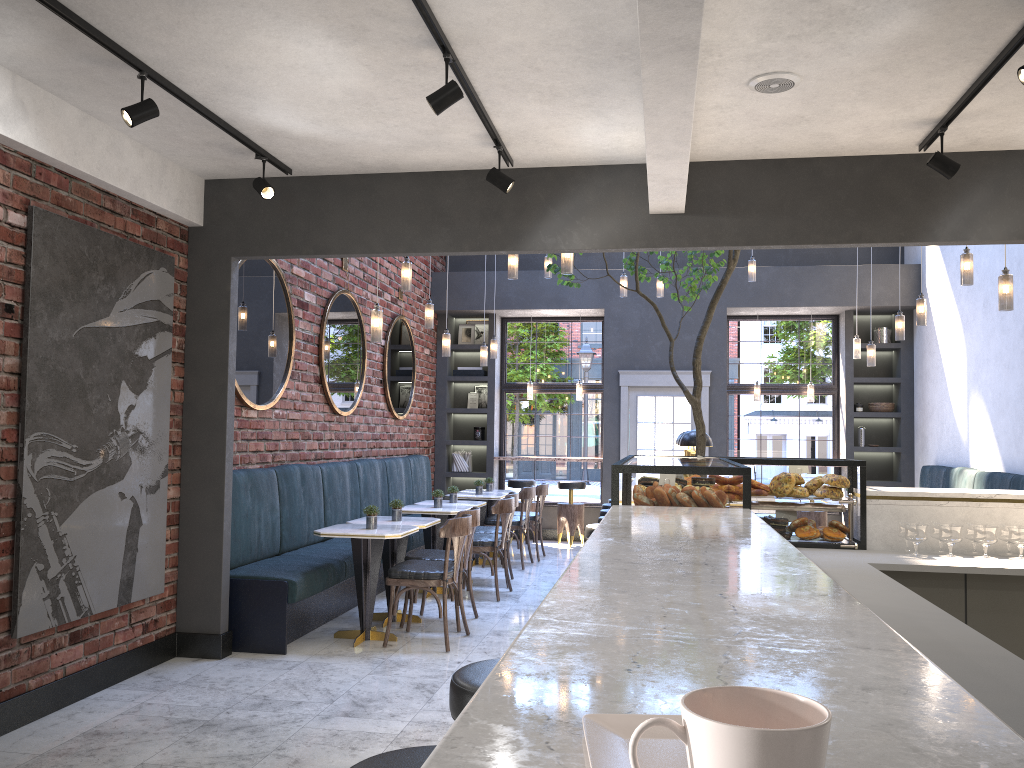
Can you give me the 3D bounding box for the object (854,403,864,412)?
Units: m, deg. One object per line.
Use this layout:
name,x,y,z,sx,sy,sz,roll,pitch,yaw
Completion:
object,4.330,0.296,11.078,0.116,0.119,0.117,2,-3,-14

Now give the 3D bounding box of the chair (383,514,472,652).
chair,-0.544,1.316,6.009,0.521,0.851,0.539,0,-3,11

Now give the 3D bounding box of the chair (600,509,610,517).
chair,0.977,1.511,8.021,0.370,0.737,0.372,3,-4,-37

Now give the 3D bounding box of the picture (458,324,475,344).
picture,-0.622,-0.668,12.123,0.230,0.313,0.061,0,-3,10

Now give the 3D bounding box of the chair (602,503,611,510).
chair,1.064,1.551,8.708,0.370,0.737,0.372,1,-3,0

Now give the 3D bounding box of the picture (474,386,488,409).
picture,-0.398,0.184,12.087,0.247,0.326,0.044,0,-3,10

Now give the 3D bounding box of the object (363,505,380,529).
object,-0.961,0.907,6.066,0.118,0.165,0.123,1,-3,-13

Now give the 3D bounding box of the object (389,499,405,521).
object,-0.863,0.941,6.639,0.118,0.165,0.123,1,-3,-13

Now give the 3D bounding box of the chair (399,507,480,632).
chair,-0.507,1.349,6.588,0.521,0.851,0.539,0,-3,11

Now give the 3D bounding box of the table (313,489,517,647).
table,1.333,1.496,7.792,4.599,0.751,4.832,0,-3,10

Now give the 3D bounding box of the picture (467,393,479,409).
picture,-0.530,0.231,12.081,0.161,0.227,0.049,0,-3,10

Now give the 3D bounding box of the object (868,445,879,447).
object,4.467,0.766,10.958,0.130,0.026,0.130,1,-3,-7

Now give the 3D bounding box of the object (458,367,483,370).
object,-0.562,-0.199,11.937,0.327,0.039,0.227,1,-3,0

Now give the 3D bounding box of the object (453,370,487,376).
object,-0.560,-0.138,11.922,0.412,0.084,0.287,0,-3,10

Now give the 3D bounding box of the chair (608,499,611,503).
chair,1.202,1.593,9.404,0.370,0.737,0.372,3,-4,-37

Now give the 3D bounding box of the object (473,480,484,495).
object,-0.357,1.117,9.611,0.118,0.165,0.123,1,-3,-13

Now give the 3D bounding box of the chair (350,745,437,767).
chair,-0.127,1.084,1.500,0.370,0.821,0.372,0,-3,19

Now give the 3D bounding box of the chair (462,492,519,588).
chair,-0.202,1.456,8.394,0.521,0.851,0.539,1,-3,3

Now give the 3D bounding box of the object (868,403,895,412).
object,4.606,0.296,11.055,0.305,0.123,0.305,-1,-4,31

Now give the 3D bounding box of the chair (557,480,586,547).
chair,0.757,1.655,11.354,0.372,0.821,0.370,2,-3,-28

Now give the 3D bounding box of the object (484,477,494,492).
object,-0.260,1.151,10.184,0.118,0.165,0.123,1,-3,-13

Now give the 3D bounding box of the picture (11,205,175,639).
picture,-2.321,0.156,3.975,0.033,2.026,2.822,0,-3,10

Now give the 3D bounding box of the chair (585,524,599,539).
chair,0.732,1.430,6.641,0.370,0.737,0.372,3,-4,-37

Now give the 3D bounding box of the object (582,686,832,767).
object,0.147,0.251,0.646,0.176,0.097,0.301,1,-3,1

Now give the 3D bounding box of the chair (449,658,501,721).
chair,0.025,1.124,2.169,0.372,0.821,0.370,2,-3,-28

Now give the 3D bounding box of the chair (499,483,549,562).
chair,0.152,1.557,10.085,0.521,0.851,0.497,0,-3,9

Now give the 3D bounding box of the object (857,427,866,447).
object,4.340,0.656,11.013,0.098,0.247,0.098,3,-4,-41

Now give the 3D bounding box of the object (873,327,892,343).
object,4.642,-0.597,11.108,0.214,0.215,0.213,0,-3,19

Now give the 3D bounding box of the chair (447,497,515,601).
chair,-0.246,1.419,7.762,0.521,0.851,0.539,0,-3,11

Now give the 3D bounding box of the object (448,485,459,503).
object,-0.558,1.047,8.432,0.118,0.165,0.123,1,-3,-13

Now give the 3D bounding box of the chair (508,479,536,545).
chair,0.124,1.653,11.485,0.370,0.821,0.372,2,-3,-28

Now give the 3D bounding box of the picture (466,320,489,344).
picture,-0.453,-0.690,12.130,0.361,0.369,0.055,0,-3,10

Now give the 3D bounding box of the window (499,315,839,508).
window,0.991,-1.384,5.738,6.405,5.362,12.715,0,-3,10

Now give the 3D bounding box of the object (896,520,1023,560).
object,2.176,0.752,4.279,0.575,0.147,0.256,0,-3,10

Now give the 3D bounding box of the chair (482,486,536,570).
chair,-0.013,1.523,9.526,0.521,0.851,0.539,0,-3,11

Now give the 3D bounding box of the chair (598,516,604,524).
chair,0.894,1.471,7.327,0.372,0.737,0.371,-1,-4,37

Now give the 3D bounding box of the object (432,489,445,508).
object,-0.655,1.014,7.860,0.118,0.165,0.123,1,-3,-13
